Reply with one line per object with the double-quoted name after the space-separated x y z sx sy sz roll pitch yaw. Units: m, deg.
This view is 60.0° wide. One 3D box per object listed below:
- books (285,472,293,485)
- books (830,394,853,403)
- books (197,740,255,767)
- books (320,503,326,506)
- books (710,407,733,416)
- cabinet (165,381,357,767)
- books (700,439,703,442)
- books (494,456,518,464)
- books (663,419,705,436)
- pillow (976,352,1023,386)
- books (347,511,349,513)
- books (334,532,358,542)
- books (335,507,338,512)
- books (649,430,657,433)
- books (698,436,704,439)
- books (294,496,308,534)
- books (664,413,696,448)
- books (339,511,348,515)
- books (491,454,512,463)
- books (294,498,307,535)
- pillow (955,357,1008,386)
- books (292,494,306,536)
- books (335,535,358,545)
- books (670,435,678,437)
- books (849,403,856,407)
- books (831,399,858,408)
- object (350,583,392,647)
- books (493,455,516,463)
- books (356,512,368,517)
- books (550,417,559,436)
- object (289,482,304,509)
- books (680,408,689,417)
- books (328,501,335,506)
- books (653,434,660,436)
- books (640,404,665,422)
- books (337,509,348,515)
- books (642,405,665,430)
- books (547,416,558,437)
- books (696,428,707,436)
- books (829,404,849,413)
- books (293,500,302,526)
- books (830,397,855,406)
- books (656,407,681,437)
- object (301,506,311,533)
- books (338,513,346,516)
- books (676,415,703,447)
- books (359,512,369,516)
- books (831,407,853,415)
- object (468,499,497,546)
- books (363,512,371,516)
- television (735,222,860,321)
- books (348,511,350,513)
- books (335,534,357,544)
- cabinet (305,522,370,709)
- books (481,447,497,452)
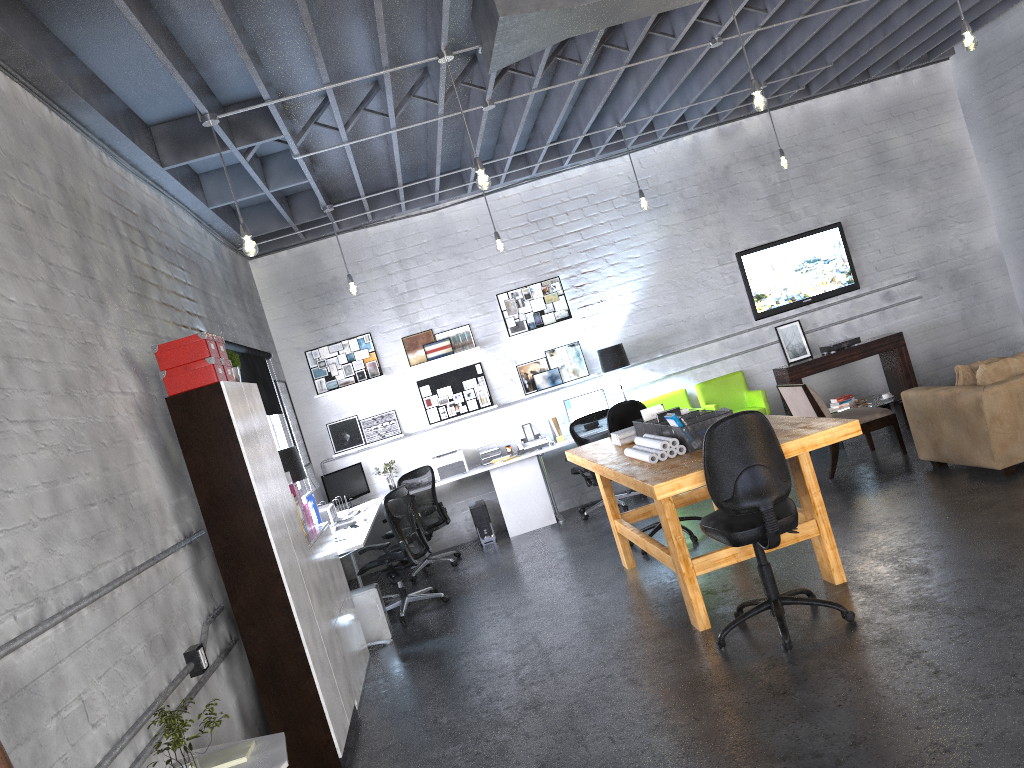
-1.592 0.757 6.132 0.192 0.267 0.060 -17 2 -5 "books"
3.418 0.152 9.200 0.185 0.041 0.129 -17 1 -11 "books"
-1.151 1.485 3.500 0.248 0.021 0.176 -17 1 -6 "books"
-1.894 1.269 9.009 0.052 0.109 0.133 -17 1 9 "books"
1.389 0.233 6.140 0.244 0.067 0.298 -17 1 4 "books"
-1.309 1.011 4.833 0.291 2.048 0.873 -17 2 -5 "cabinet"
1.196 0.323 5.263 0.155 0.029 0.226 -17 1 -5 "books"
-0.065 0.806 9.430 0.210 0.014 0.148 -18 1 -41 "books"
1.088 0.273 5.562 0.231 0.027 0.185 -18 1 -33 "books"
3.614 -0.042 6.293 0.704 0.402 0.291 -17 1 -5 "pillow"
-1.745 1.295 8.668 0.297 0.006 0.210 -17 1 -5 "books"
-1.334 1.208 6.921 0.212 0.010 0.170 -17 1 21 "books"
-1.795 1.280 8.990 0.037 0.076 0.101 -17 1 9 "books"
1.054 0.318 6.128 0.233 0.022 0.184 -17 1 -7 "books"
1.192 0.298 5.263 0.141 0.021 0.203 -17 1 -4 "books"
-1.533 0.923 6.022 0.220 0.271 0.082 -17 2 -5 "books"
0.997 0.277 5.233 0.108 0.234 0.166 -17 1 -5 "books"
-1.748 1.285 8.667 0.297 0.006 0.210 -17 1 -6 "books"
-0.112 0.791 9.410 0.211 0.014 0.148 -17 1 9 "books"
-1.527 0.924 5.962 0.219 0.267 0.060 -17 2 0 "books"
3.462 0.001 6.491 0.524 0.403 0.318 -17 1 14 "pillow"
-1.496 0.897 5.913 0.159 0.298 0.026 -17 2 -5 "books"
-1.328 1.230 6.915 0.214 0.012 0.157 -17 1 20 "books"
1.105 0.294 5.567 0.250 0.022 0.205 -17 1 0 "books"
3.427 0.238 9.210 0.223 0.032 0.161 -17 1 -25 "books"
3.445 0.203 9.206 0.161 0.026 0.224 -18 1 -36 "books"
-1.202 1.806 6.788 0.478 0.411 0.200 -17 2 -5 "object"
-0.084 0.797 9.416 0.211 0.014 0.148 -17 1 -31 "books"
-1.418 1.240 8.424 0.112 0.002 0.065 -17 1 -28 "books"
0.463 0.489 9.769 0.043 0.296 0.210 -17 1 -5 "books"
-1.583 0.801 6.146 0.214 0.177 0.161 -17 1 -5 "object"
1.098 0.263 5.773 0.143 0.188 0.061 -17 2 -5 "books"
-1.826 1.257 8.983 0.017 0.121 0.183 -17 1 9 "books"
1.069 0.314 5.905 0.248 0.021 0.176 -17 1 -6 "books"
1.026 0.264 6.307 0.171 0.210 0.046 -17 2 -5 "books"
-1.750 1.281 8.672 0.297 0.006 0.210 -17 1 -5 "books"
1.029 0.271 6.276 0.158 0.200 0.082 -17 2 -5 "books"
0.455 0.492 9.764 0.036 0.296 0.210 -17 1 -5 "books"
1.182 0.278 5.257 0.127 0.022 0.181 -17 1 -10 "books"
3.256 0.250 8.907 0.223 0.027 0.161 -17 1 4 "books"
-1.509 0.881 5.838 0.197 0.339 0.065 -17 2 -5 "books"
3.428 0.182 9.209 0.207 0.024 0.144 -17 1 -20 "books"
1.032 0.270 5.736 0.157 0.214 0.063 -17 2 -5 "books"
-1.531 0.970 6.151 0.213 0.177 0.161 -17 1 -5 "object"
-1.745 1.290 8.668 0.297 0.006 0.210 -17 1 -3 "books"
1.034 0.278 5.222 0.097 0.209 0.157 -17 1 -5 "books"
-1.400 1.229 8.346 0.112 0.001 0.066 -17 1 -18 "books"
3.276 0.282 8.887 0.174 0.045 0.240 -17 1 -16 "books"
-0.322 1.496 9.596 0.180 0.411 0.476 -17 1 -5 "object"
-1.388 1.231 8.366 0.112 0.002 0.065 -17 1 -28 "books"
3.292 -1.299 10.202 1.323 0.817 0.021 -17 2 -6 "television"
-1.742 1.305 8.673 0.297 0.006 0.210 -17 1 -5 "books"
-1.334 1.220 6.917 0.209 0.012 0.157 -17 1 18 "books"
-1.352 1.546 5.871 0.465 1.021 1.151 -17 1 -5 "cabinet"
-0.259 0.723 9.729 0.133 0.008 0.203 -17 1 -22 "books"
